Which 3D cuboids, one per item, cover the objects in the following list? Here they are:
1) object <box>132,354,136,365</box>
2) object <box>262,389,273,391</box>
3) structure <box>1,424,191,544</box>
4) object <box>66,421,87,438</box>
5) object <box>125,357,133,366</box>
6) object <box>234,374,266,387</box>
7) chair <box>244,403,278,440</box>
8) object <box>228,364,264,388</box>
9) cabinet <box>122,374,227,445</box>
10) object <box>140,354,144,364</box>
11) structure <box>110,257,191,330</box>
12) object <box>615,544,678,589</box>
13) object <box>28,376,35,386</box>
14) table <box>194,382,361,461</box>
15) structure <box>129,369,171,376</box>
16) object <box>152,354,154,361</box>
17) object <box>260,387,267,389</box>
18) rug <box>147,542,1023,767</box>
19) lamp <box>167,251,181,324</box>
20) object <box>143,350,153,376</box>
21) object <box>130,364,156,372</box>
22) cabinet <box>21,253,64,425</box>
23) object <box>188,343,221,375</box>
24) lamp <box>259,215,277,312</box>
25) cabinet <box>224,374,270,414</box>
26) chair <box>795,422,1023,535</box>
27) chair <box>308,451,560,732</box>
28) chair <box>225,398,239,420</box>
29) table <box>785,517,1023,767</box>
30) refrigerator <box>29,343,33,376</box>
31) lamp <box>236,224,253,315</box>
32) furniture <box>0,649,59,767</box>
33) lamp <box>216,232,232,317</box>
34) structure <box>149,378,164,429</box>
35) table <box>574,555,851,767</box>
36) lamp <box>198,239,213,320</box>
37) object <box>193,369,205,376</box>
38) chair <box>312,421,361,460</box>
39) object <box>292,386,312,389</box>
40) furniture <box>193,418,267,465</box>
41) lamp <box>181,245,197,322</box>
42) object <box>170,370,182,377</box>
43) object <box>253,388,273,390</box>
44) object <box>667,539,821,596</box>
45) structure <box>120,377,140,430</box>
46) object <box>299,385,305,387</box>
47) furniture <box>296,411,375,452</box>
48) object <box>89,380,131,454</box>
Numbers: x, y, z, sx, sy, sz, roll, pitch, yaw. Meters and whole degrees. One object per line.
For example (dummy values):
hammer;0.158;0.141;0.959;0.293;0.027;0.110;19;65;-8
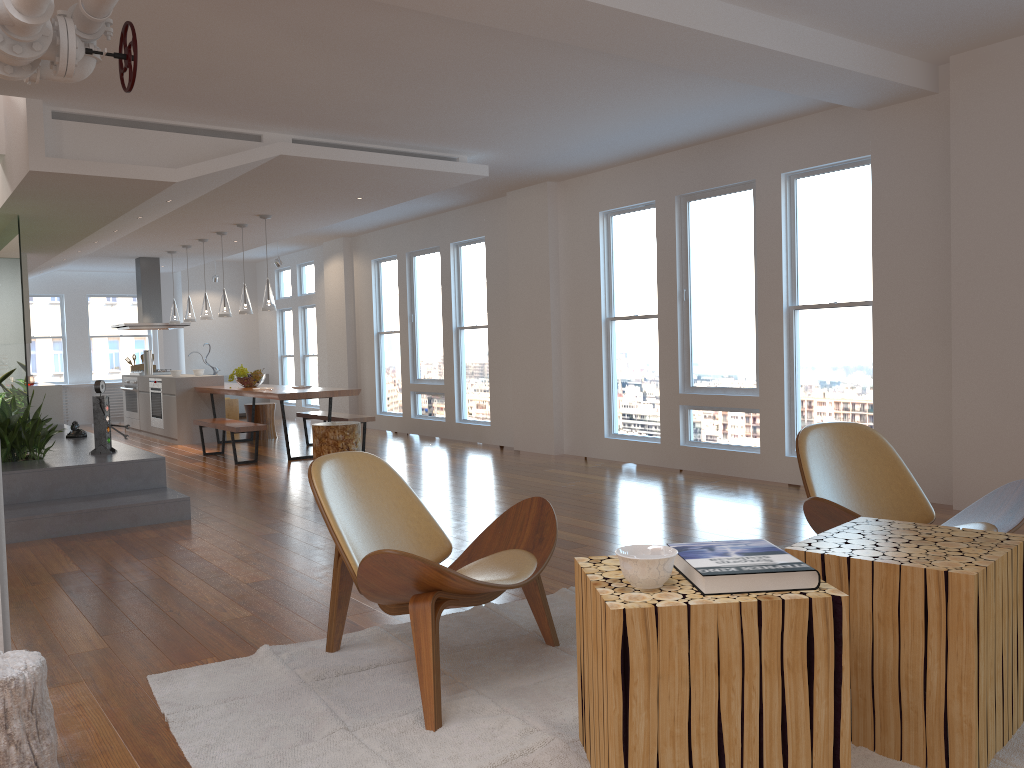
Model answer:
object;-5.646;-0.298;13.270;0.055;0.299;0.027;-3;3;-35
object;-2.610;0.063;9.427;0.149;0.014;0.044;-4;3;-37
structure;-5.041;0.757;7.336;3.088;0.386;5.584;-3;3;-35
object;-4.064;0.419;8.240;0.181;0.155;0.216;-1;3;19
object;-5.674;-0.279;13.247;0.199;0.259;0.016;-3;3;-25
object;-3.084;-0.034;10.450;0.360;0.159;0.360;-1;3;18
chair;-3.240;0.481;11.441;0.402;0.455;0.396;1;3;45
object;-3.115;-0.096;10.444;0.292;0.284;0.394;-1;3;19
cabinet;-4.725;0.295;12.251;0.597;0.832;2.936;-3;3;-35
object;-5.549;-0.303;13.338;0.061;0.299;0.040;-4;3;-38
structure;-5.291;-1.501;12.902;0.909;1.405;0.900;-3;3;-35
object;0.326;0.446;2.148;0.152;0.082;0.152;-1;3;15
object;-5.406;-0.034;9.944;0.094;0.106;0.094;-3;3;-30
table;-3.640;0.368;11.310;0.893;0.704;5.996;-3;3;-35
structure;-5.270;-0.173;12.981;0.520;0.073;0.650;-3;3;-35
object;-5.439;-0.309;13.417;0.057;0.294;0.030;-3;3;-35
object;-2.677;0.051;9.544;0.079;0.030;0.070;-1;3;18
rug;1.113;0.940;2.485;3.525;0.057;3.478;-3;3;-31
lamp;-4.647;-1.356;12.169;0.160;1.060;0.160;-2;3;-8
object;-5.125;-0.299;12.519;0.120;0.356;0.172;-1;3;13
object;-5.541;-0.224;13.334;0.353;0.157;0.084;-3;3;-35
cabinet;-6.651;-0.330;11.588;0.676;2.280;4.565;-3;3;-35
object;-5.216;-0.413;15.088;0.210;0.563;0.590;0;3;26
lamp;-2.548;-1.289;9.226;0.160;1.060;0.160;-2;3;-8
cabinet;-4.910;0.211;15.374;1.309;0.725;0.420;-3;3;-35
chair;1.555;0.553;3.417;0.856;0.752;0.867;-1;3;15
chair;-0.205;0.620;3.045;0.856;0.752;0.867;-3;3;-30
chair;-4.358;0.436;13.364;0.344;0.430;0.549;-3;3;-31
table;1.134;0.713;2.524;0.489;0.534;0.548;1;3;43
refrigerator;-7.032;-0.132;12.234;0.725;1.772;0.908;-3;3;-35
lamp;-2.968;-1.302;9.815;0.160;1.060;0.160;-2;3;-8
furniture;-1.338;0.882;2.288;0.292;0.333;0.294;-1;3;25
lamp;-3.388;-1.316;10.404;0.160;1.060;0.160;-2;3;-8
structure;-4.669;0.250;11.671;0.072;0.648;0.644;-3;3;-35
table;0.475;0.745;2.237;0.548;0.534;0.489;-2;3;-5
lamp;-3.807;-1.329;10.992;0.160;1.060;0.160;-2;3;-8
object;-4.031;-0.145;11.410;0.152;0.082;0.152;-1;3;15
chair;-1.696;0.582;8.595;0.460;0.400;0.460;-3;3;-25
object;-2.306;0.037;9.750;0.222;0.020;0.222;-4;3;-43
furniture;-2.976;0.596;9.326;0.316;0.389;1.433;-3;3;-35
lamp;-4.227;-1.343;11.581;0.160;1.060;0.160;-2;3;-8
object;-4.305;-0.135;11.366;0.152;0.082;0.152;-1;2;4
object;-2.677;0.057;9.545;0.222;0.020;0.222;-1;3;5
object;0.565;0.452;2.216;0.279;0.048;0.334;-2;3;-4
structure;-5.286;0.255;12.965;0.649;0.735;0.890;-3;3;-35
object;-2.306;0.031;9.750;0.079;0.030;0.070;-1;3;8
furniture;-2.006;0.538;10.018;0.316;0.389;1.433;-3;3;-35
object;-3.087;0.251;6.825;0.318;0.565;0.134;-2;2;1
